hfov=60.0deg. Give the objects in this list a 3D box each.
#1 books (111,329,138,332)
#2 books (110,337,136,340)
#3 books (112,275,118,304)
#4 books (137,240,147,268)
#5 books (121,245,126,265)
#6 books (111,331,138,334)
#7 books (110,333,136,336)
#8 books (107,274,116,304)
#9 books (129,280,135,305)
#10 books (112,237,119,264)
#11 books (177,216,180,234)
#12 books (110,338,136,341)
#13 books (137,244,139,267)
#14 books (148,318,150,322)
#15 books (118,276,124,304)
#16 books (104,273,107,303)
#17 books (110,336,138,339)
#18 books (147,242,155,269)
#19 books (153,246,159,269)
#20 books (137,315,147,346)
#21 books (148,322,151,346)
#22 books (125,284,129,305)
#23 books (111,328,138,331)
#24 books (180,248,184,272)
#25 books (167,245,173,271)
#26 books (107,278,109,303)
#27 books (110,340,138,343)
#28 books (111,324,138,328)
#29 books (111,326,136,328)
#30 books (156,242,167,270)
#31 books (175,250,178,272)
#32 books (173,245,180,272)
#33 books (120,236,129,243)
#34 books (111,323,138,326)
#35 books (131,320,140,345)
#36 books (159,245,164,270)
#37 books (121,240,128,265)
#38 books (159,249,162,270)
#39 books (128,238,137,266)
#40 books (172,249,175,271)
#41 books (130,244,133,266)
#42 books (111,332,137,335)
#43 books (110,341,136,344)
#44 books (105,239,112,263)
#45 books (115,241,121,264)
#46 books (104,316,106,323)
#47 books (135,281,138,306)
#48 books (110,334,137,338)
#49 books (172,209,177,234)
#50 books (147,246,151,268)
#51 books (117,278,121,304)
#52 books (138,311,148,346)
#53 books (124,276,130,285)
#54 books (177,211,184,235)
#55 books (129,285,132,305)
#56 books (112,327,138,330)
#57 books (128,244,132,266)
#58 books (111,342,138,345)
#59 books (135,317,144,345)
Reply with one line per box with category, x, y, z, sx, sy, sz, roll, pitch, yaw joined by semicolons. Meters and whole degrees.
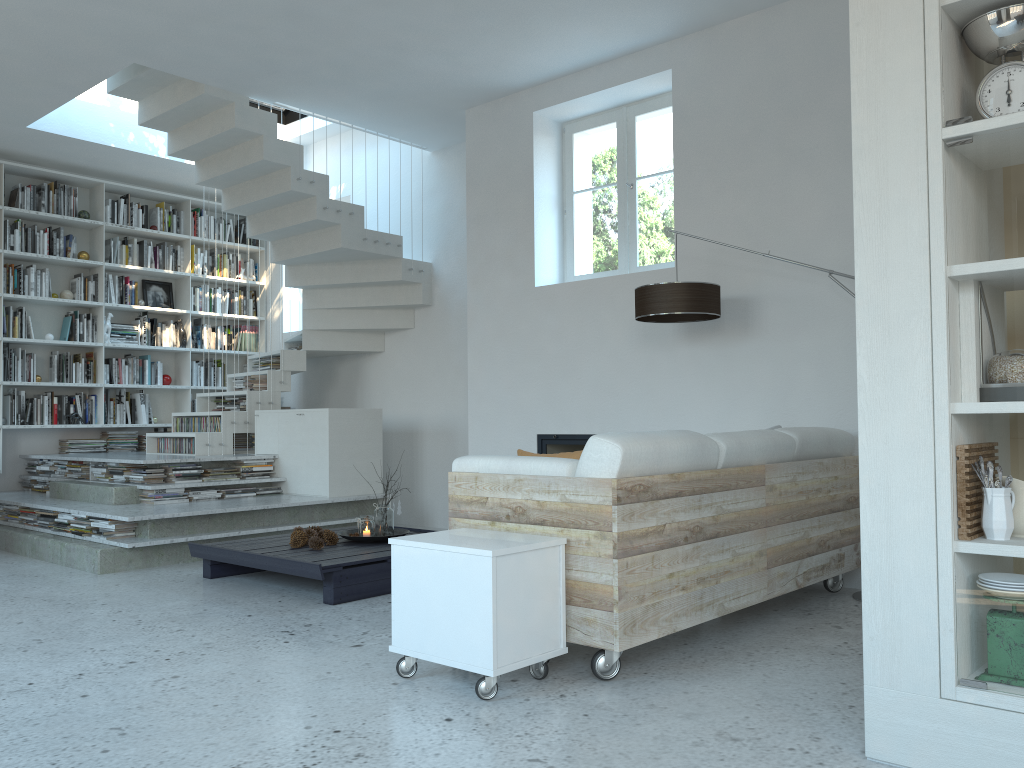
books;-3.694;-0.494;8.342;0.159;0.012;0.285;-3;-3;44
books;-3.695;-0.422;8.337;0.161;0.012;0.254;-3;-3;44
books;-3.740;-0.867;8.313;0.159;0.285;0.012;-2;-2;42
books;-3.550;-1.220;8.450;0.245;0.265;0.032;-2;-2;42
books;-3.690;-1.194;8.346;0.175;0.207;0.025;-2;-2;42
books;-3.692;-0.483;8.340;0.159;0.012;0.285;-3;-3;39
books;-3.698;-0.458;8.342;0.161;0.012;0.254;-3;-3;42
books;-3.763;-0.870;8.277;0.146;0.289;0.065;-2;-2;42
books;-3.630;-0.848;8.418;0.167;0.253;0.021;-2;-2;42
books;-3.744;-1.232;8.309;0.166;0.282;0.051;-2;-2;42
books;-3.344;-1.548;8.795;0.131;0.211;0.031;-2;-2;42
books;-3.692;-0.410;8.334;0.254;0.012;0.161;2;-3;-44
books;-3.608;-1.205;8.463;0.143;0.238;0.025;-2;-2;42
books;-3.523;-0.489;8.538;0.131;0.280;0.013;-2;-2;42
books;-3.693;-0.867;8.345;0.176;0.287;0.012;-2;-2;42
books;-3.800;-0.877;8.241;0.140;0.300;0.015;-2;-2;42
books;-3.695;-0.434;8.339;0.159;0.012;0.285;-3;-3;40
books;-3.512;-1.224;8.577;0.162;0.283;0.048;-2;-2;42
books;-3.473;-1.202;8.584;0.189;0.240;0.014;-2;-2;42
books;-3.540;-0.501;8.483;0.184;0.300;0.011;-2;-2;42
books;-3.524;-0.468;8.510;0.179;0.236;0.030;-2;-2;42
books;-3.662;-0.827;8.359;0.189;0.207;0.013;-2;-2;42
books;-3.689;-0.507;8.338;0.159;0.012;0.285;-2;-3;37
books;-3.309;-1.208;8.791;0.169;0.265;0.031;-2;-2;42
books;-3.384;-1.215;8.691;0.177;0.272;0.036;-2;-2;42
books;-3.784;-0.851;8.244;0.155;0.248;0.011;-2;-2;42
books;-3.690;-0.398;8.332;0.285;0.012;0.159;2;-3;-43
books;-3.694;-0.543;8.344;0.159;0.012;0.285;-3;-3;40
books;-3.694;-0.530;8.343;0.161;0.012;0.254;-3;-3;44
books;-3.419;-1.228;8.650;0.181;0.294;0.022;-2;-2;42
books;-3.348;-1.194;8.756;0.158;0.234;0.022;-2;-2;42
books;-3.330;-1.218;8.772;0.147;0.284;0.026;-2;-2;42
books;-3.671;-1.237;8.389;0.162;0.296;0.011;-2;-2;42
books;-3.694;-0.554;8.344;0.159;0.012;0.285;-3;-3;44
books;-3.588;-0.478;8.452;0.161;0.254;0.012;-2;-2;42
books;-3.443;-1.212;8.642;0.156;0.263;0.023;-2;-2;42
books;-3.677;-1.220;8.369;0.167;0.261;0.026;-2;-2;42
books;-3.454;-1.190;8.615;0.165;0.217;0.031;-2;-2;42
books;-3.618;-1.231;8.438;0.156;0.288;0.026;-2;-2;42
books;-3.367;-1.198;8.720;0.162;0.241;0.030;-2;-2;42
books;-3.649;-1.205;8.433;0.146;0.236;0.024;-2;-2;42
books;-3.689;-0.471;8.337;0.254;0.012;0.161;2;-3;-43
books;-3.692;-0.385;8.333;0.161;0.012;0.254;-2;-3;38
books;-3.775;-1.219;8.276;0.161;0.254;0.012;-2;-2;42
books;-3.725;-1.215;8.343;0.130;0.250;0.026;-2;-2;42
books;-3.810;-0.492;8.221;0.138;0.267;0.028;-2;-2;42
books;-3.607;-0.843;8.429;0.178;0.243;0.026;-2;-2;42
books;-3.690;-0.446;8.335;0.161;0.012;0.254;-2;-3;37
books;-3.359;-1.583;8.772;0.136;0.279;0.025;-2;-2;42
books;-3.528;-1.200;8.517;0.187;0.230;0.030;-2;-2;42
books;-3.729;-0.858;8.340;0.131;0.269;0.043;-2;-2;42
books;-3.532;-0.520;8.491;0.180;0.339;0.010;-2;-2;42
books;-3.661;-0.865;8.378;0.175;0.285;0.014;-2;-2;42
books;-3.309;-1.574;8.803;0.163;0.263;0.026;-2;-2;42
books;-3.648;-0.828;8.397;0.152;0.213;0.033;-2;-2;42
books;-3.694;-0.518;8.343;0.159;0.012;0.285;-3;-3;44
books;-3.657;-1.200;8.403;0.158;0.224;0.030;-2;-2;42
books;-3.691;-0.373;8.333;0.285;0.012;0.159;2;-3;-44
books;-3.567;-0.492;8.492;0.159;0.285;0.012;-2;-2;42
